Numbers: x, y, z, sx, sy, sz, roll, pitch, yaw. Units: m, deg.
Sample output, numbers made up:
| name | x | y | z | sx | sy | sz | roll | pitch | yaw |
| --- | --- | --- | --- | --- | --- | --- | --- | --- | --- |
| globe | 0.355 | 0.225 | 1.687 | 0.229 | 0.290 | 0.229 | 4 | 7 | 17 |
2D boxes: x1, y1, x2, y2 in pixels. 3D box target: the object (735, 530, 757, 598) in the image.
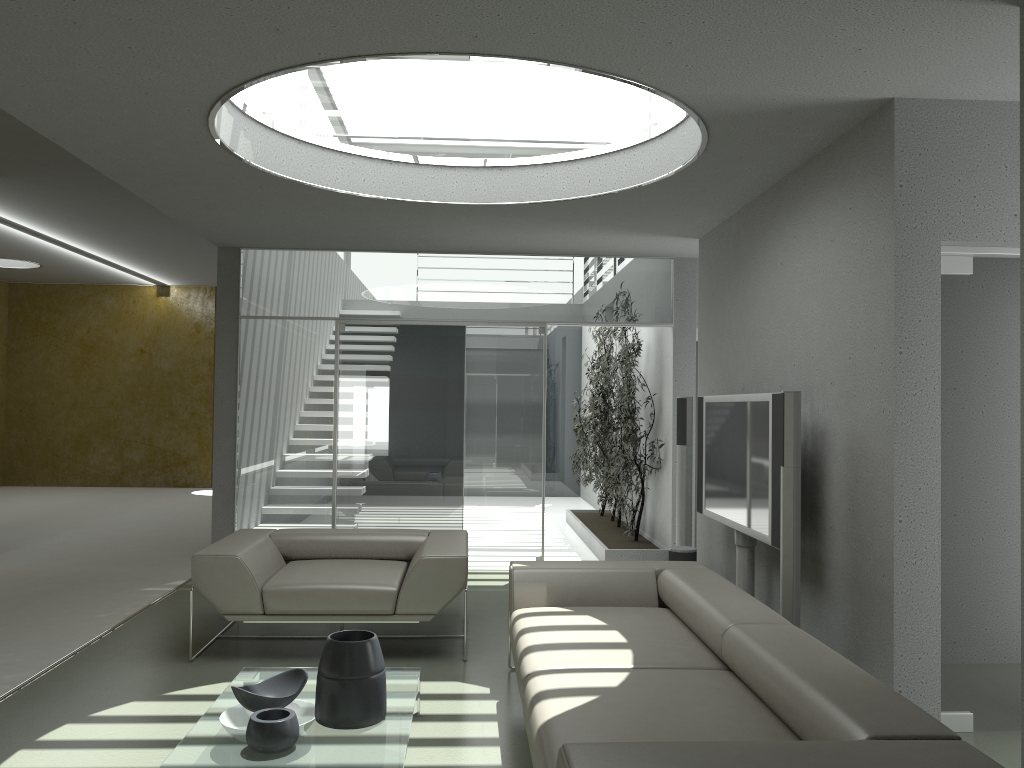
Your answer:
| name | x | y | z | sx | sy | sz | roll | pitch | yaw |
| --- | --- | --- | --- | --- | --- | --- | --- | --- | --- |
| object | 1.281 | 1.186 | 5.126 | 0.323 | 0.689 | 0.882 | 1 | -2 | -3 |

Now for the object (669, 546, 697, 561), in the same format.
| name | x | y | z | sx | sy | sz | roll | pitch | yaw |
| --- | --- | --- | --- | --- | --- | --- | --- | --- | --- |
| object | 1.125 | 1.317 | 5.875 | 0.175 | 0.461 | 0.185 | 1 | -2 | -8 |

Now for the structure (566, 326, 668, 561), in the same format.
| name | x | y | z | sx | sy | sz | roll | pitch | yaw |
| --- | --- | --- | --- | --- | --- | --- | --- | --- | --- |
| structure | 0.988 | 0.344 | 9.377 | 0.646 | 2.589 | 3.371 | 1 | -2 | -3 |

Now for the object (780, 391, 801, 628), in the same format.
| name | x | y | z | sx | sy | sz | roll | pitch | yaw |
| --- | --- | --- | --- | --- | --- | --- | --- | --- | --- |
| object | 1.271 | 0.766 | 4.043 | 0.310 | 1.469 | 0.310 | 1 | -2 | -26 |

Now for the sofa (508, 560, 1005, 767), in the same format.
| name | x | y | z | sx | sy | sz | roll | pitch | yaw |
| --- | --- | --- | --- | --- | --- | --- | --- | --- | --- |
| sofa | 0.550 | 1.179 | 3.308 | 1.037 | 0.585 | 2.791 | 1 | -2 | -3 |

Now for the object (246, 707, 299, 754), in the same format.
| name | x | y | z | sx | sy | sz | roll | pitch | yaw |
| --- | --- | --- | --- | --- | --- | --- | --- | --- | --- |
| object | -0.821 | 1.192 | 3.043 | 0.177 | 0.113 | 0.177 | 1 | -2 | -22 |

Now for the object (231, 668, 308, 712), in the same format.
| name | x | y | z | sx | sy | sz | roll | pitch | yaw |
| --- | --- | --- | --- | --- | --- | --- | --- | --- | --- |
| object | -0.934 | 1.195 | 3.422 | 0.223 | 0.125 | 0.317 | 0 | -2 | 34 |

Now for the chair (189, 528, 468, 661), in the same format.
| name | x | y | z | sx | sy | sz | roll | pitch | yaw |
| --- | --- | --- | --- | --- | --- | --- | --- | --- | --- |
| chair | -1.004 | 1.213 | 5.256 | 1.481 | 0.583 | 1.039 | 1 | -2 | -3 |

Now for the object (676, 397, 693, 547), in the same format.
| name | x | y | z | sx | sy | sz | roll | pitch | yaw |
| --- | --- | --- | --- | --- | --- | --- | --- | --- | --- |
| object | 1.224 | 0.825 | 6.282 | 0.310 | 1.469 | 0.310 | 0 | -2 | 24 |

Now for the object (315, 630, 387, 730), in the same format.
| name | x | y | z | sx | sy | sz | roll | pitch | yaw |
| --- | --- | --- | --- | --- | --- | --- | --- | --- | --- |
| object | -0.604 | 1.104 | 3.340 | 0.265 | 0.309 | 0.265 | 1 | -2 | -20 |

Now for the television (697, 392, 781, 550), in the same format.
| name | x | y | z | sx | sy | sz | roll | pitch | yaw |
| --- | --- | --- | --- | --- | --- | --- | --- | --- | --- |
| television | 1.345 | 0.452 | 5.149 | 0.127 | 0.781 | 1.603 | 1 | -2 | -3 |

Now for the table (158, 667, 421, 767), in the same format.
| name | x | y | z | sx | sy | sz | roll | pitch | yaw |
| --- | --- | --- | --- | --- | --- | --- | --- | --- | --- |
| table | -0.769 | 1.354 | 3.240 | 0.790 | 0.200 | 1.500 | 1 | -2 | -3 |
